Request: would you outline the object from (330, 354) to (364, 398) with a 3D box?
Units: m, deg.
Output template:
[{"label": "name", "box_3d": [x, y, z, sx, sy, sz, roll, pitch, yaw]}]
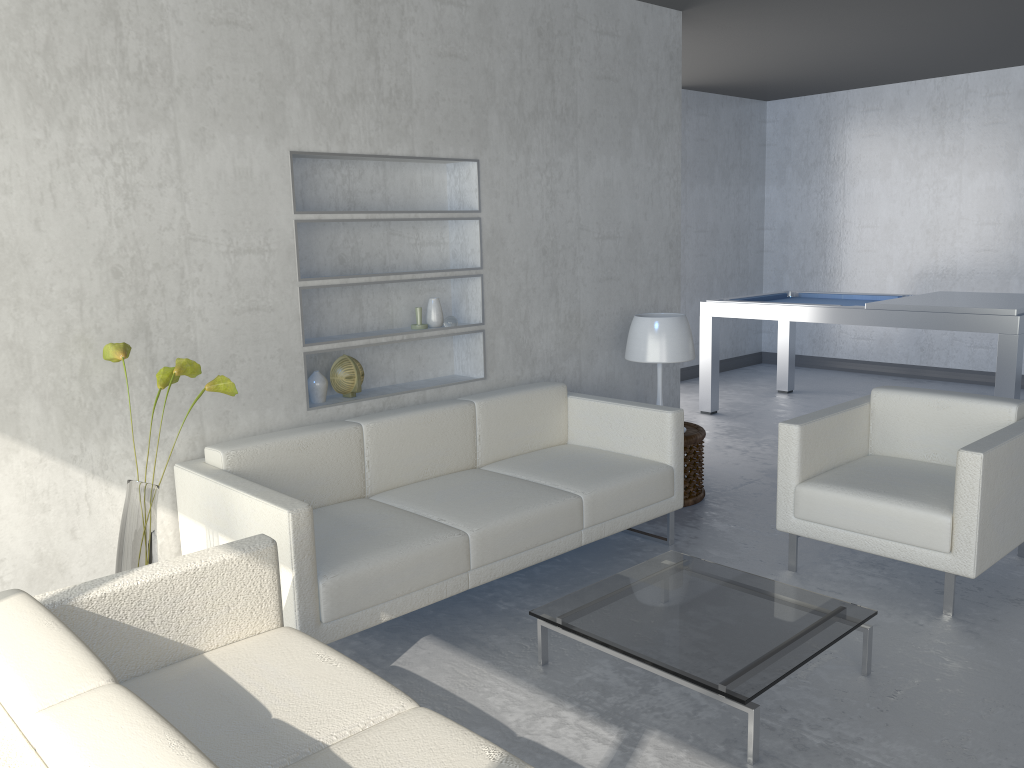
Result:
[{"label": "object", "box_3d": [-0.668, -0.033, 3.695, 0.088, 0.179, 0.163, 6, 12, 36]}]

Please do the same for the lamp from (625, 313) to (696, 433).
[{"label": "lamp", "box_3d": [0.739, -0.054, 4.433, 0.347, 0.582, 0.347, 1, 10, 15]}]

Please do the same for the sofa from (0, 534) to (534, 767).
[{"label": "sofa", "box_3d": [-0.287, 0.800, 1.444, 0.821, 0.658, 1.881, -11, 13, -42]}]

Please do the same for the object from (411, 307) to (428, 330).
[{"label": "object", "box_3d": [-0.413, -0.292, 3.936, 0.074, 0.094, 0.074, 0, 10, 11]}]

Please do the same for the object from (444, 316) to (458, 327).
[{"label": "object", "box_3d": [-0.275, -0.282, 3.982, 0.064, 0.050, 0.064, -9, 12, -37]}]

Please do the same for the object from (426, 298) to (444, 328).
[{"label": "object", "box_3d": [-0.348, -0.322, 3.985, 0.079, 0.130, 0.079, 8, 14, 44]}]

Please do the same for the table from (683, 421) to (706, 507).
[{"label": "table", "box_3d": [0.754, 0.400, 4.512, 0.452, 0.358, 0.452, 2, 11, 22]}]

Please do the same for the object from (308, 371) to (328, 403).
[{"label": "object", "box_3d": [-0.793, 0.010, 3.618, 0.086, 0.128, 0.086, -8, 11, -32]}]

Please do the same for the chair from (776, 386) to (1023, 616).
[{"label": "chair", "box_3d": [1.581, 0.395, 3.487, 0.821, 0.662, 0.748, -11, 13, -42]}]

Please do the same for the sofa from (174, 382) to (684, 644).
[{"label": "sofa", "box_3d": [-0.210, 0.450, 3.469, 1.881, 0.658, 0.821, -11, 13, -42]}]

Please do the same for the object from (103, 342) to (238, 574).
[{"label": "object", "box_3d": [-1.030, 0.400, 2.748, 0.400, 1.051, 0.387, -4, 10, -15]}]

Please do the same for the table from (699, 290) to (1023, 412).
[{"label": "table", "box_3d": [2.509, -0.185, 6.083, 1.180, 0.835, 2.095, -11, 13, -42]}]

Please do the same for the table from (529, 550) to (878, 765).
[{"label": "table", "box_3d": [0.585, 0.791, 2.739, 0.730, 0.190, 0.773, -11, 13, -42]}]
